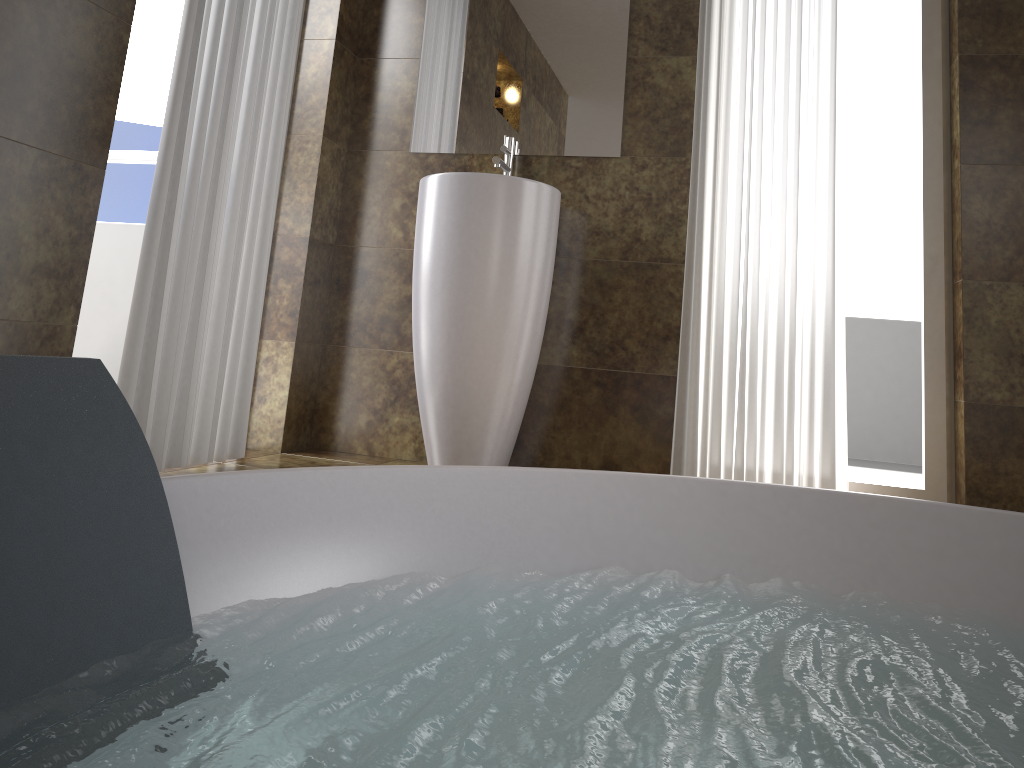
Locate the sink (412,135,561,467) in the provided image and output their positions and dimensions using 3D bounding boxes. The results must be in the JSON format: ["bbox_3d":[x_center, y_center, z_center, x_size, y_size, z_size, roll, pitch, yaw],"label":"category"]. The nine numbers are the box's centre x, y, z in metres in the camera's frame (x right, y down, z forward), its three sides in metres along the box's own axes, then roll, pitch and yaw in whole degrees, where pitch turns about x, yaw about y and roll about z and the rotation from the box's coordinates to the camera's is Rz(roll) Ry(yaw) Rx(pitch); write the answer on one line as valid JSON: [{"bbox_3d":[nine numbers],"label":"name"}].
[{"bbox_3d":[-0.101,-0.287,2.729,0.460,1.166,0.421,2,-10,17],"label":"sink"}]

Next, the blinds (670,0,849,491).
[{"bbox_3d":[0.827,-0.803,2.798,0.520,2.324,0.065,2,-11,14],"label":"blinds"}]

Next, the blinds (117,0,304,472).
[{"bbox_3d":[-0.760,-0.925,2.466,0.068,2.336,0.578,2,-10,15],"label":"blinds"}]

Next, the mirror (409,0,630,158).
[{"bbox_3d":[0.044,-1.354,3.143,0.770,1.120,0.008,3,-11,15],"label":"mirror"}]

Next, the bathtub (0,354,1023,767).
[{"bbox_3d":[0.360,0.325,0.494,1.717,0.536,1.750,4,1,-44],"label":"bathtub"}]

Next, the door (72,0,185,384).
[{"bbox_3d":[-1.327,-0.943,3.092,0.963,2.286,0.038,4,-11,5],"label":"door"}]
